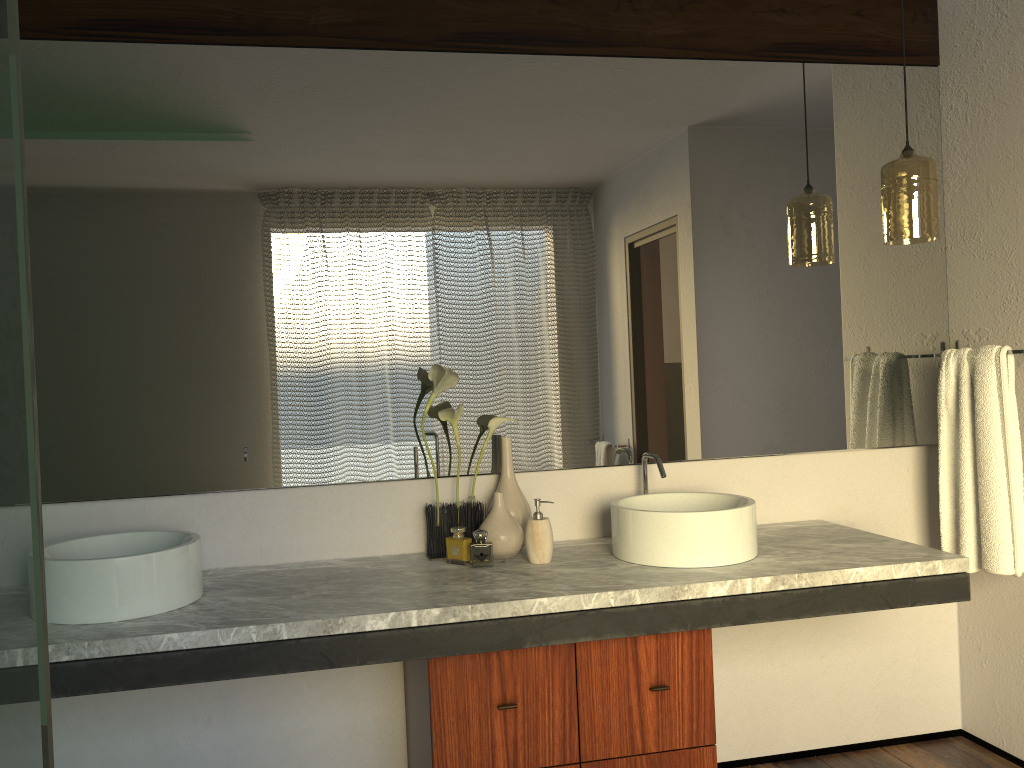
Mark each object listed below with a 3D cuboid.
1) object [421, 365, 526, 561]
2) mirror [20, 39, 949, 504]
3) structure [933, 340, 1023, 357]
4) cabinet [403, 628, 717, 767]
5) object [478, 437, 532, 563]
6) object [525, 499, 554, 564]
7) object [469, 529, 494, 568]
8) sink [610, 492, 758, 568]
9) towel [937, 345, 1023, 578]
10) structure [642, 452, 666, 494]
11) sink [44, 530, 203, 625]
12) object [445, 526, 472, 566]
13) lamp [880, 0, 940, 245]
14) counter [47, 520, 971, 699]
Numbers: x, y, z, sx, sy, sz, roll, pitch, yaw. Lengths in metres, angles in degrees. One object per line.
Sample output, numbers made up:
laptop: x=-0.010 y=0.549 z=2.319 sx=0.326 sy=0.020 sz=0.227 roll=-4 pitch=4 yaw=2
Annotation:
object: x=-0.110 y=0.199 z=2.321 sx=0.238 sy=0.504 sz=0.192 roll=-3 pitch=1 yaw=-35
mirror: x=-0.656 y=-0.302 z=2.302 sx=4.039 sy=1.152 sz=0.017 roll=-3 pitch=0 yaw=-11
structure: x=1.343 y=-0.087 z=2.481 sx=0.101 sy=0.088 sz=0.373 roll=-3 pitch=1 yaw=-14
cabinet: x=0.094 y=0.840 z=2.196 sx=0.652 sy=0.599 sz=0.517 roll=-3 pitch=1 yaw=-12
object: x=-0.022 y=0.296 z=2.306 sx=0.121 sy=0.305 sz=0.237 roll=-2 pitch=1 yaw=13
object: x=0.067 y=0.365 z=2.207 sx=0.069 sy=0.158 sz=0.072 roll=-3 pitch=1 yaw=-30
object: x=-0.076 y=0.403 z=2.179 sx=0.057 sy=0.090 sz=0.039 roll=-3 pitch=0 yaw=-2
sink: x=0.432 y=0.362 z=2.241 sx=0.349 sy=0.131 sz=0.365 roll=-3 pitch=1 yaw=-35
towel: x=1.299 y=0.214 z=2.462 sx=0.162 sy=0.636 sz=0.256 roll=-2 pitch=0 yaw=5
structure: x=0.362 y=0.308 z=2.396 sx=0.065 sy=0.242 sz=0.166 roll=-3 pitch=0 yaw=-10
sink: x=-0.878 y=0.422 z=1.975 sx=0.354 sy=0.131 sz=0.360 roll=-3 pitch=1 yaw=-10
object: x=-0.134 y=0.407 z=2.228 sx=0.067 sy=0.092 sz=0.038 roll=-2 pitch=1 yaw=37
lamp: x=1.066 y=-0.821 z=2.401 sx=0.142 sy=0.867 sz=0.136 roll=-2 pitch=1 yaw=30
counter: x=-0.105 y=0.503 z=2.118 sx=2.237 sy=0.101 sz=0.593 roll=-3 pitch=1 yaw=-12
